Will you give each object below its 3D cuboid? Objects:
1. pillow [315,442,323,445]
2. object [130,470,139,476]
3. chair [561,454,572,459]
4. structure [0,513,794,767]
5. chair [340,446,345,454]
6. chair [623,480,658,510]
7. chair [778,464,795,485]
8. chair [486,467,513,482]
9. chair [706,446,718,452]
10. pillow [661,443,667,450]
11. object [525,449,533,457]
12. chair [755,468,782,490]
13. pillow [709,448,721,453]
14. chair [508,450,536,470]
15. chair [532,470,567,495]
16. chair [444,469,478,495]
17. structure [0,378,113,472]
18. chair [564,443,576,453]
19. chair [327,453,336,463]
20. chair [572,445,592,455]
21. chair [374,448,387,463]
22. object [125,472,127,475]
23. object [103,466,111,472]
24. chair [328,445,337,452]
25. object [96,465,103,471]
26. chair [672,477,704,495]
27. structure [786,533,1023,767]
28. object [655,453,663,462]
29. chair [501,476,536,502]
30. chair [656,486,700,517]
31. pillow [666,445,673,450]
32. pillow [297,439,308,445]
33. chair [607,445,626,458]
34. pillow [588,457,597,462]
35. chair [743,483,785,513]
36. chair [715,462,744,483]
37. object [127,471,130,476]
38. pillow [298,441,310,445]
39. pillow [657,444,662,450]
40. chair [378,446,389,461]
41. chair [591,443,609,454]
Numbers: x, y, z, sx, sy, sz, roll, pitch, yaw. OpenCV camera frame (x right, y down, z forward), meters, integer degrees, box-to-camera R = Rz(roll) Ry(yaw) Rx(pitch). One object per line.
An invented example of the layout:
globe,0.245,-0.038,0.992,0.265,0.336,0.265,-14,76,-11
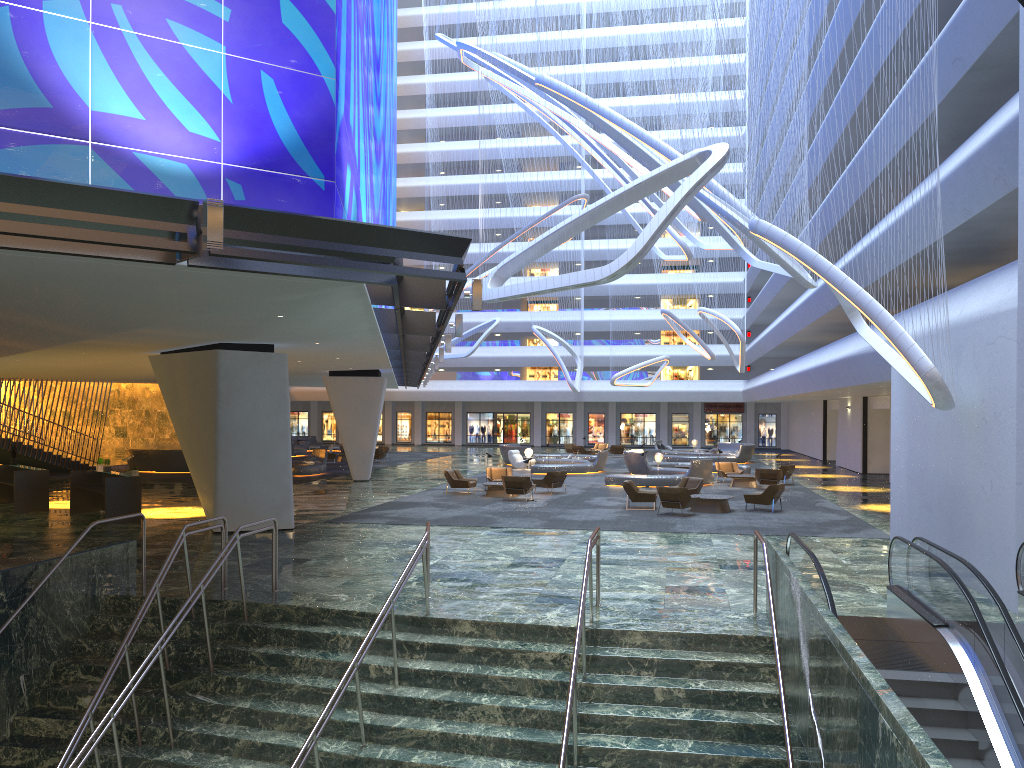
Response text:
pillow,-12.771,3.954,58.748,0.443,0.207,0.445,0,-1,-3
object,-9.027,2.128,21.185,0.149,0.150,0.149,0,-1,45
chair,2.300,3.857,45.230,1.785,0.501,0.585,1,-1,-26
structure,-2.981,5.825,2.996,9.304,8.399,19.740,0,-1,11
chair,-8.872,3.760,48.303,0.929,0.766,0.939,1,-1,-16
chair,3.583,3.089,24.690,0.938,0.766,0.930,0,-1,12
chair,10.030,3.389,33.165,0.939,0.766,0.929,-1,-1,44
chair,-0.418,3.236,30.084,0.929,0.766,0.939,0,-1,-6
chair,11.875,3.971,51.478,0.939,0.766,0.929,-1,-1,44
pillow,9.251,3.789,53.933,0.315,0.386,0.785,0,-1,26
object,0.775,3.147,40.603,0.367,0.387,0.318,0,-1,-7
chair,8.939,3.311,30.875,0.929,0.766,0.939,0,-1,17
pillow,11.478,3.753,50.173,0.692,0.262,0.877,1,-2,-27
chair,0.459,3.539,41.459,1.157,0.882,0.729,0,-1,30
chair,1.268,3.214,29.076,0.939,0.766,0.929,-1,-1,44
chair,-1.677,3.193,28.915,0.938,0.766,0.930,0,-1,19
structure,-23.386,0.914,37.632,11.981,6.247,16.495,0,-2,10
chair,3.686,4.000,53.817,0.929,0.766,0.939,1,-1,-36
chair,-9.553,3.671,45.562,0.939,0.766,0.929,1,-1,-18
chair,3.975,3.914,51.007,0.939,0.766,0.929,1,-1,-38
chair,-7.052,3.698,45.982,0.929,0.766,0.939,0,-1,9
object,-9.341,2.175,21.504,0.072,0.070,0.073,-1,-1,45
object,-10.305,2.166,22.571,0.150,0.145,0.150,-1,-1,44
chair,-11.497,4.142,56.728,0.586,0.501,0.491,0,-1,27
object,-10.606,2.173,22.846,0.150,0.145,0.150,-1,-1,44
chair,5.073,3.137,25.970,0.939,0.766,0.929,1,-1,-28
structure,3.425,5.803,2.256,3.016,8.238,19.836,0,-1,11
object,6.151,3.066,37.091,0.367,0.387,0.318,0,-1,18
chair,0.177,3.136,26.786,0.929,0.766,0.939,0,-1,17
chair,4.292,3.044,23.125,0.929,0.766,0.939,0,-1,37
pillow,9.507,3.890,54.182,0.685,0.280,0.874,2,-2,-42
pillow,-13.796,3.831,58.415,0.775,0.366,0.317,1,-1,-38
chair,6.186,3.965,52.251,0.929,0.766,0.939,1,-1,-11
pillow,3.818,3.382,39.649,0.692,0.262,0.877,0,-2,19
chair,6.900,3.092,24.210,0.939,0.766,0.929,0,-1,35
chair,8.344,3.411,34.173,0.929,0.766,0.939,0,-1,-6
object,-9.201,2.152,21.361,0.107,0.108,0.111,0,-1,45
pillow,-13.716,3.869,58.235,0.692,0.262,0.877,0,-2,1
pillow,9.040,3.812,53.937,0.295,0.369,0.769,0,-1,23
chair,-7.193,3.758,47.941,0.939,0.766,0.929,1,-1,-41
chair,5.388,4.017,54.047,0.929,0.766,0.939,0,-1,29
